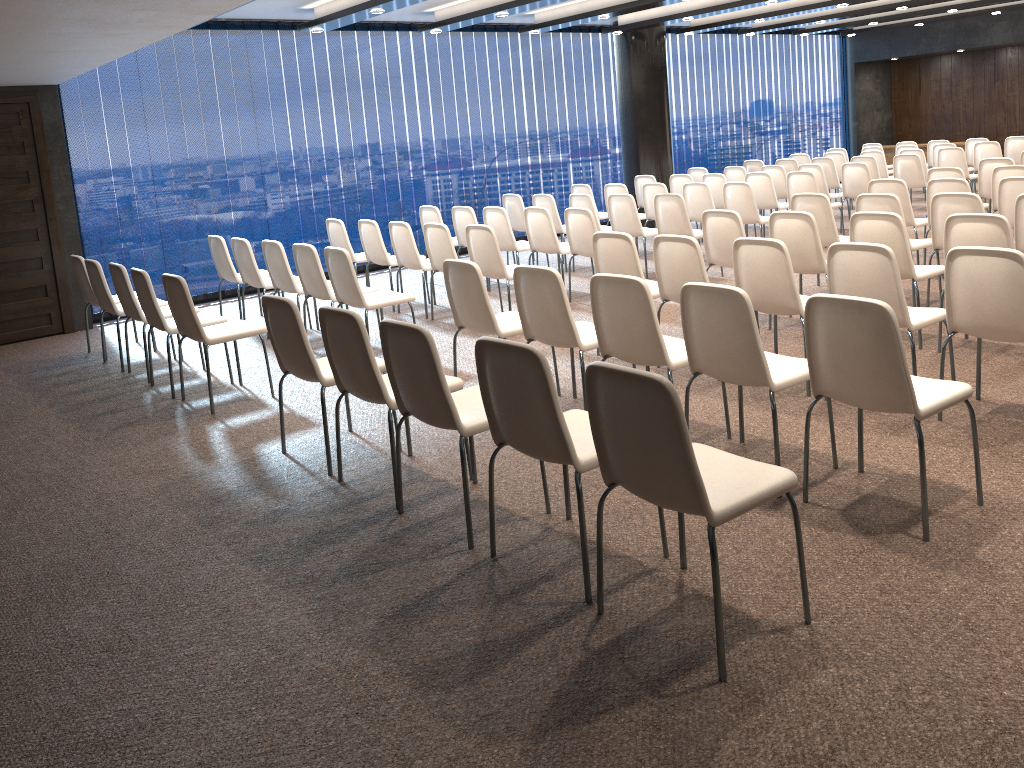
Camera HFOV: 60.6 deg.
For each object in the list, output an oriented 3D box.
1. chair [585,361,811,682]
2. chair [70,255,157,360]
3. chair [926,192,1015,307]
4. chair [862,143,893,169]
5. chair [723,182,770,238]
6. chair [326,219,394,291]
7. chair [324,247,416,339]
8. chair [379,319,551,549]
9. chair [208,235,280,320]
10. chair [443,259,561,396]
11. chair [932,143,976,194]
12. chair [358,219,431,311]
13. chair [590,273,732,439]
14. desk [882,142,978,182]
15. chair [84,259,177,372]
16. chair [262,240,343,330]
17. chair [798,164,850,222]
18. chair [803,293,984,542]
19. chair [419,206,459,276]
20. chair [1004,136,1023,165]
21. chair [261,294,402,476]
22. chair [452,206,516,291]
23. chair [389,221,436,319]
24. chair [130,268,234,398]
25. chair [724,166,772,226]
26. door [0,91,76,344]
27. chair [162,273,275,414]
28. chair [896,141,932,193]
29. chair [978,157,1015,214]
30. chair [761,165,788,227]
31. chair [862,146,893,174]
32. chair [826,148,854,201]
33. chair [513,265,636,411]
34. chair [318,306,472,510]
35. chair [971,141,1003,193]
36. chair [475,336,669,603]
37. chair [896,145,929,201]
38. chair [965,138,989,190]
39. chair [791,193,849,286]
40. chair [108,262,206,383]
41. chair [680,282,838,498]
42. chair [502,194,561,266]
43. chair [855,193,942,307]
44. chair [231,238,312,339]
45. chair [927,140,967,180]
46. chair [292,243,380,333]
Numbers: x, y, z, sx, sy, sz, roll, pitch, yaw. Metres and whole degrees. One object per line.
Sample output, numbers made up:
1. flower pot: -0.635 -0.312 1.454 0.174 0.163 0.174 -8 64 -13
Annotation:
1. chair: 0.562 0.320 2.763 0.566 0.880 0.536 -12 12 -36
2. chair: -3.487 -0.725 7.671 0.567 0.880 0.536 -13 13 -39
3. chair: 3.488 -1.034 6.645 0.566 0.880 0.536 -12 12 -36
4. chair: 6.628 -3.911 15.817 0.567 0.880 0.536 -13 13 -38
5. chair: 2.614 -1.777 9.525 0.566 0.880 0.536 -12 12 -36
6. chair: -1.606 -1.325 9.213 0.566 0.880 0.536 -12 12 -36
7. chair: -1.056 -0.621 6.568 0.566 0.880 0.536 -12 12 -36
8. chair: -0.214 0.121 3.701 0.567 0.880 0.536 -13 13 -38
9. chair: -2.571 -1.027 8.457 0.567 0.880 0.536 -13 12 -37
10. chair: -0.079 -0.355 5.333 0.566 0.880 0.536 -12 12 -36
11. chair: 6.886 -3.334 13.710 0.566 0.880 0.536 -12 12 -36
12. chair: -1.189 -1.229 8.748 0.566 0.880 0.536 -12 12 -37
13. chair: 0.716 -0.149 4.370 0.567 0.880 0.536 -13 13 -39
14. desk: 8.091 -4.316 17.121 0.654 0.710 2.129 -14 17 -37
15. chair: -3.137 -0.624 7.208 0.567 0.880 0.536 -13 13 -38
16. chair: -1.788 -0.828 7.517 0.567 0.880 0.536 -13 13 -38
17. chair: 4.062 -2.459 11.487 0.566 0.880 0.537 -12 12 -35
18. chair: 1.472 0.045 3.455 0.566 0.880 0.537 -12 12 -35
19. chair: -0.707 -1.600 9.908 0.567 0.880 0.536 -13 13 -38
20. chair: 8.152 -3.517 13.970 0.567 0.880 0.536 -13 13 -39
21. chair: -0.958 -0.072 4.604 0.567 0.880 0.536 -13 13 -39
22. chair: -0.309 -1.500 9.436 0.567 0.880 0.536 -13 13 -39
23. chair: -0.815 -1.121 8.255 0.566 0.880 0.536 -12 12 -36
24. chair: -2.369 -0.430 6.292 0.566 0.880 0.536 -12 12 -36
25. chair: 3.324 -2.664 12.431 0.567 0.880 0.536 -13 12 -37
26. door: -5.076 -1.524 8.288 1.423 2.352 0.271 -13 11 -38
27. chair: -1.959 -0.334 5.830 0.567 0.880 0.536 -13 13 -39
28. chair: 7.026 -3.811 15.345 0.567 0.880 0.536 -13 13 -39
29. chair: 5.501 -2.097 9.776 0.567 0.880 0.536 -13 13 -39
30. chair: 3.700 -2.556 11.935 0.567 0.880 0.536 -13 13 -39
31. chair: 6.149 -3.539 14.653 0.567 0.880 0.536 -13 13 -39
32. chair: 5.732 -3.635 15.118 0.567 0.880 0.536 -13 13 -39
33. chair: 0.341 -0.258 4.864 0.567 0.880 0.536 -13 13 -39
34. chair: -0.560 0.028 4.133 0.567 0.880 0.536 -13 13 -39
35. chair: 7.282 -3.235 13.241 0.567 0.880 0.536 -13 12 -37
36. chair: 0.201 0.217 3.238 0.567 0.880 0.536 -13 13 -39
37. chair: 6.520 -3.432 14.164 0.566 0.880 0.536 -12 12 -36
38. chair: 7.784 -3.623 14.453 0.567 0.880 0.536 -13 12 -37
39. chair: 2.726 -1.231 7.569 0.566 0.880 0.536 -12 12 -36
40. chair: -2.742 -0.534 6.771 0.567 0.880 0.536 -13 12 -37
41. chair: 1.077 -0.053 3.922 0.566 0.880 0.536 -12 12 -36
42. chair: 0.219 -1.895 10.664 0.566 0.880 0.536 -12 12 -36
43. chair: 3.090 -1.122 7.074 0.566 0.880 0.537 -12 12 -35
44. chair: -2.195 -0.923 7.975 0.567 0.880 0.536 -13 13 -38
45. chair: 7.373 -3.718 14.912 0.567 0.880 0.536 -13 13 -39
46. chair: -1.405 -0.722 7.028 0.567 0.880 0.536 -13 13 -38
